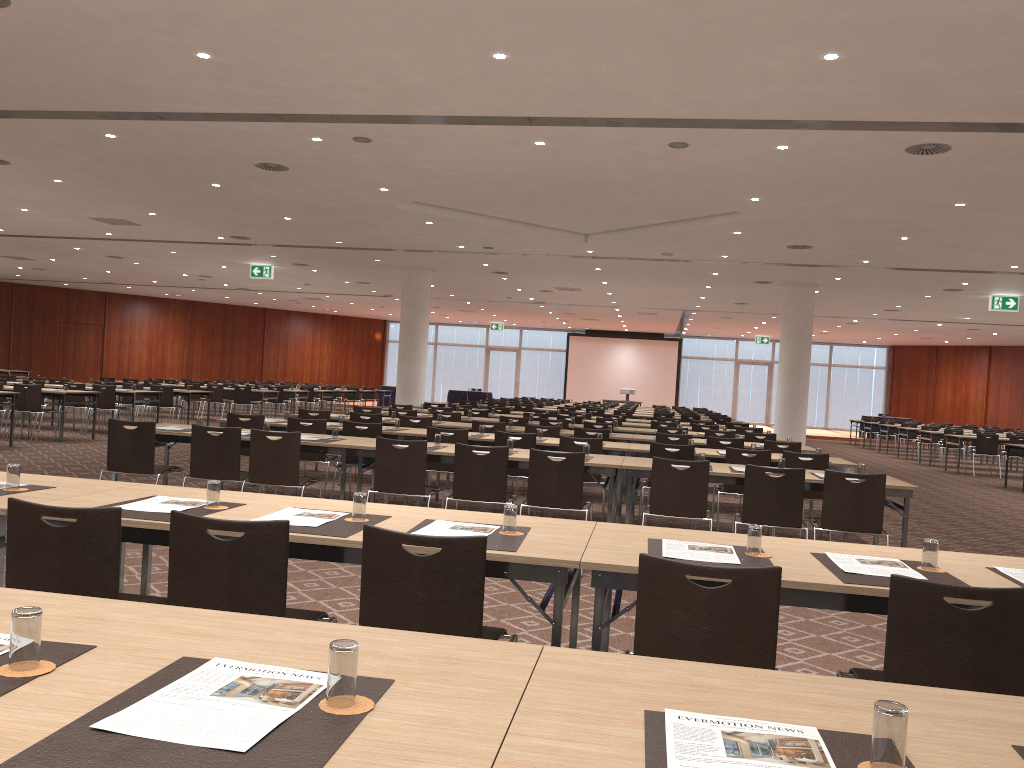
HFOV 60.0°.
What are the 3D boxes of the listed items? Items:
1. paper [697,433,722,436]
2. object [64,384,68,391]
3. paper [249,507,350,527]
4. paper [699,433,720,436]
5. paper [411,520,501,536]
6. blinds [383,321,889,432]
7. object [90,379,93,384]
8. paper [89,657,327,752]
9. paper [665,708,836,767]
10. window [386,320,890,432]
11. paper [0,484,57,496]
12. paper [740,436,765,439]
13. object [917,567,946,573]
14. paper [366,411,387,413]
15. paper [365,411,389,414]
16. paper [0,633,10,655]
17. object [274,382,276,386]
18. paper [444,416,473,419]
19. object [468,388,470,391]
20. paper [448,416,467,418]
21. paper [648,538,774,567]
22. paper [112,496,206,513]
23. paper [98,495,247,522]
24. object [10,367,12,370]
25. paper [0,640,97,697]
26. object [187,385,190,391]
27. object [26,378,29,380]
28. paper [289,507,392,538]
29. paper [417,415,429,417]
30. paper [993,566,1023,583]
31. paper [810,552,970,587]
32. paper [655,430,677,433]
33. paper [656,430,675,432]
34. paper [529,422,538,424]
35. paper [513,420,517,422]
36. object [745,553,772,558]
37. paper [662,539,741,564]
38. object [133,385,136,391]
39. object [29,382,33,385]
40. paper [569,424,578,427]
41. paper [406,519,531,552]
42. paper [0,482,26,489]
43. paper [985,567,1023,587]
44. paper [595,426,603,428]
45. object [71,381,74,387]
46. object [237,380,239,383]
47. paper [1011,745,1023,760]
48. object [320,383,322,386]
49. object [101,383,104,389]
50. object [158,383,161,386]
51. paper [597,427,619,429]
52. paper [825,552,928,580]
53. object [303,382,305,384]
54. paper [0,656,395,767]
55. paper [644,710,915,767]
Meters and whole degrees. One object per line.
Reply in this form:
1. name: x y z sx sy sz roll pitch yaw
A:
1. paper: 2.991 0.758 13.205 0.460 0.003 0.565 3 0 9
2. object: -7.544 0.058 14.995 0.054 0.114 0.054 4 1 20
3. paper: -0.879 0.554 3.705 0.283 0.006 0.398 3 0 9
4. paper: 2.948 0.751 13.271 0.283 0.006 0.398 3 0 7
5. paper: -0.224 0.594 3.605 0.283 0.006 0.398 3 0 11
6. blinds: 5.127 -0.413 40.606 22.849 3.817 0.115 3 1 9
7. object: -9.163 -0.054 19.314 0.054 0.114 0.054 4 1 43
8. paper: -0.526 0.583 1.642 0.283 0.006 0.398 3 0 12
9. paper: 0.407 0.639 1.506 0.283 0.006 0.398 3 0 9
10. window: 5.196 -0.438 40.821 22.959 3.873 0.217 3 1 9
11. paper: -2.406 0.465 3.904 0.460 0.003 0.565 3 0 12
12. paper: 3.620 0.796 13.093 0.460 0.003 0.565 3 0 7
13. object: 1.598 0.707 3.377 0.102 0.001 0.102 3 0 -25
14. paper: -2.136 0.442 14.097 0.283 0.006 0.398 3 0 10
15. paper: -2.111 0.448 14.020 0.460 0.003 0.565 3 0 9
16. paper: -1.193 0.542 1.753 0.283 0.006 0.398 3 0 8
17. object: -7.660 0.004 28.683 0.054 0.114 0.054 3 1 -25
18. paper: -0.858 0.524 13.824 0.460 0.003 0.565 3 0 9
19. object: -1.702 0.212 35.182 0.054 0.114 0.054 4 1 20
20. paper: -0.889 0.518 13.875 0.283 0.006 0.398 3 0 10
21. paper: 0.752 0.657 3.390 0.460 0.003 0.565 3 0 9
22. paper: -1.490 0.517 3.818 0.283 0.006 0.398 3 0 7
23. paper: -1.466 0.523 3.738 0.460 0.003 0.565 3 0 11
24. object: -15.808 -0.484 27.962 0.054 0.114 0.054 3 1 -25
25. paper: -1.148 0.549 1.647 0.460 0.003 0.565 3 0 6
26. object: -6.914 0.083 18.944 0.054 0.114 0.054 3 1 -2
27. object: -9.472 -0.066 17.329 0.054 0.114 0.054 3 1 -25
28. paper: -0.799 0.563 3.636 0.460 0.003 0.565 3 0 10
29. paper: -1.477 0.487 13.928 0.460 0.003 0.565 3 0 9
30. paper: 2.010 0.730 3.288 0.283 0.006 0.398 3 0 9
31. paper: 1.400 0.697 3.287 0.460 0.003 0.565 3 0 7
32. paper: 2.375 0.721 13.314 0.460 0.003 0.565 3 0 9
33. paper: 2.314 0.713 13.375 0.283 0.006 0.398 3 0 8
34. paper: 0.135 0.584 13.665 0.460 0.003 0.565 3 0 10
35. paper: 0.075 0.577 13.756 0.283 0.006 0.398 3 0 11
36. object: 0.964 0.668 3.470 0.102 0.001 0.102 3 0 -25
37. paper: 0.731 0.652 3.464 0.283 0.006 0.398 3 0 10
38. object: -7.228 0.071 16.969 0.054 0.114 0.054 3 1 -2
39. object: -8.187 0.019 15.100 0.054 0.114 0.054 4 1 20
40. paper: 0.763 0.623 13.540 0.460 0.003 0.565 3 0 10
41. paper: -0.180 0.601 3.548 0.460 0.003 0.565 3 0 7
42. paper: -2.440 0.459 3.986 0.283 0.006 0.398 3 0 13
43. paper: 2.055 0.737 3.190 0.460 0.003 0.565 3 0 9
44. paper: 1.344 0.654 13.536 0.283 0.006 0.398 3 0 9
45. object: -8.516 -0.008 17.179 0.054 0.114 0.054 3 1 -2
46. object: -8.936 -0.074 28.887 0.054 0.114 0.054 3 1 -25
47. paper: 1.099 0.685 1.331 0.460 0.003 0.565 3 0 12
48. object: -7.022 0.028 32.635 0.054 0.114 0.054 3 1 -25
49. object: -7.882 0.031 17.080 0.054 0.114 0.054 3 1 -2
50. object: -7.568 0.043 19.052 0.054 0.114 0.054 3 1 -2
51. paper: 1.388 0.661 13.465 0.460 0.003 0.565 3 0 8
52. paper: 1.377 0.691 3.383 0.283 0.006 0.398 3 0 9
53. object: -7.675 -0.011 32.732 0.054 0.114 0.054 3 1 -25
54. paper: -0.506 0.588 1.558 0.460 0.003 0.565 3 0 8
55. paper: 0.444 0.646 1.408 0.460 0.003 0.565 3 0 8
